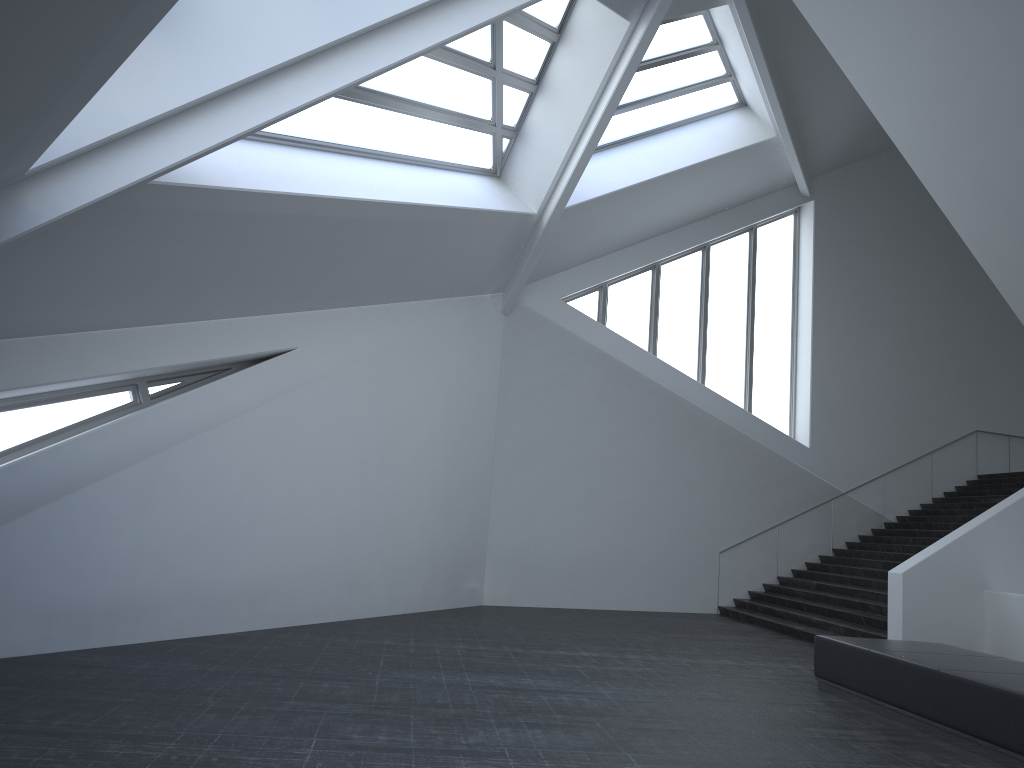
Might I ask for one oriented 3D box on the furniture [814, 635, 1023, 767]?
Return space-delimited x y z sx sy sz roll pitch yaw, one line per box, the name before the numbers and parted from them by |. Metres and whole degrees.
furniture | 4.391 2.685 6.976 1.488 0.580 5.742 5 -9 -6
